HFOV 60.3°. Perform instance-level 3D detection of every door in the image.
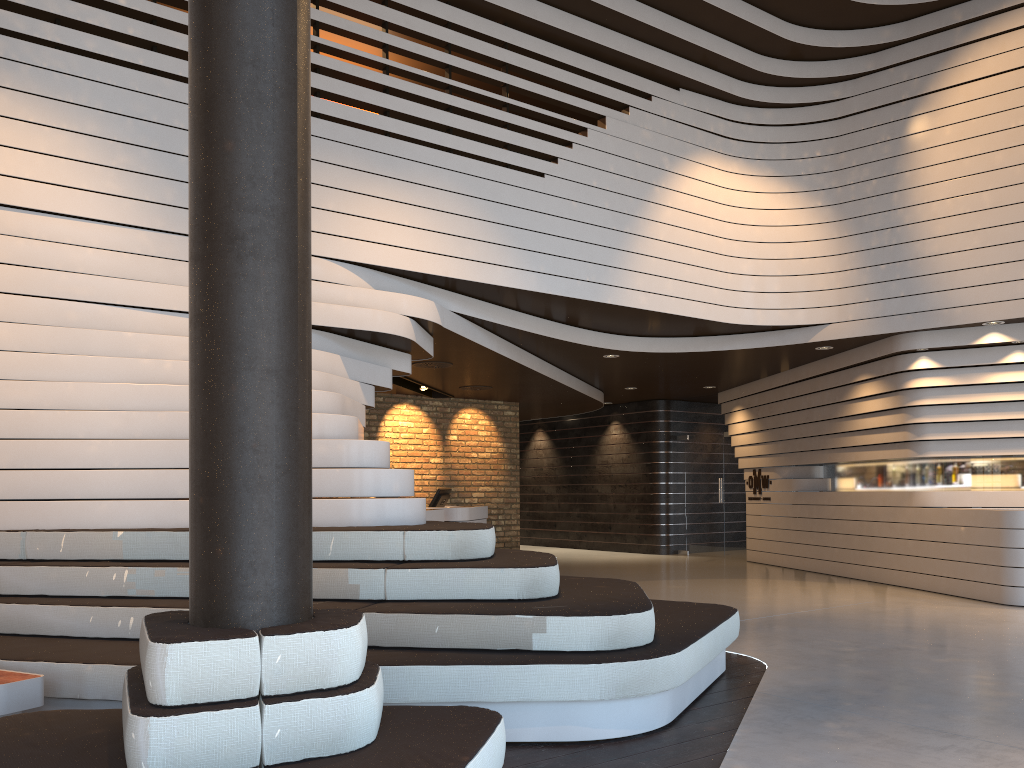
[{"bbox_3d":[3.393,1.544,14.689,0.079,2.693,1.787,0,-3,-32],"label":"door"}]

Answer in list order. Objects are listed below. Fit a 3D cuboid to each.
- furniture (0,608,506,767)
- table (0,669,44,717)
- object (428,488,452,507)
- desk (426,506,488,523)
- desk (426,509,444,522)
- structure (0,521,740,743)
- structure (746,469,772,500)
[{"bbox_3d":[-0.895,1.067,2.520,1.770,0.720,1.284,0,-6,-1],"label":"furniture"},{"bbox_3d":[-2.404,1.389,3.639,0.911,0.369,0.413,-3,-5,26],"label":"table"},{"bbox_3d":[-1.036,1.687,11.991,0.370,0.552,0.597,-1,-4,14],"label":"object"},{"bbox_3d":[-0.862,2.134,12.022,0.852,0.917,1.462,-1,-5,12],"label":"desk"},{"bbox_3d":[-1.302,1.869,9.839,0.852,0.917,1.462,-1,-5,10],"label":"desk"},{"bbox_3d":[-6.817,0.870,1.429,18.141,0.924,5.831,5,-9,-40],"label":"structure"},{"bbox_3d":[3.717,1.519,13.300,0.017,0.467,0.808,0,-5,-11],"label":"structure"}]
